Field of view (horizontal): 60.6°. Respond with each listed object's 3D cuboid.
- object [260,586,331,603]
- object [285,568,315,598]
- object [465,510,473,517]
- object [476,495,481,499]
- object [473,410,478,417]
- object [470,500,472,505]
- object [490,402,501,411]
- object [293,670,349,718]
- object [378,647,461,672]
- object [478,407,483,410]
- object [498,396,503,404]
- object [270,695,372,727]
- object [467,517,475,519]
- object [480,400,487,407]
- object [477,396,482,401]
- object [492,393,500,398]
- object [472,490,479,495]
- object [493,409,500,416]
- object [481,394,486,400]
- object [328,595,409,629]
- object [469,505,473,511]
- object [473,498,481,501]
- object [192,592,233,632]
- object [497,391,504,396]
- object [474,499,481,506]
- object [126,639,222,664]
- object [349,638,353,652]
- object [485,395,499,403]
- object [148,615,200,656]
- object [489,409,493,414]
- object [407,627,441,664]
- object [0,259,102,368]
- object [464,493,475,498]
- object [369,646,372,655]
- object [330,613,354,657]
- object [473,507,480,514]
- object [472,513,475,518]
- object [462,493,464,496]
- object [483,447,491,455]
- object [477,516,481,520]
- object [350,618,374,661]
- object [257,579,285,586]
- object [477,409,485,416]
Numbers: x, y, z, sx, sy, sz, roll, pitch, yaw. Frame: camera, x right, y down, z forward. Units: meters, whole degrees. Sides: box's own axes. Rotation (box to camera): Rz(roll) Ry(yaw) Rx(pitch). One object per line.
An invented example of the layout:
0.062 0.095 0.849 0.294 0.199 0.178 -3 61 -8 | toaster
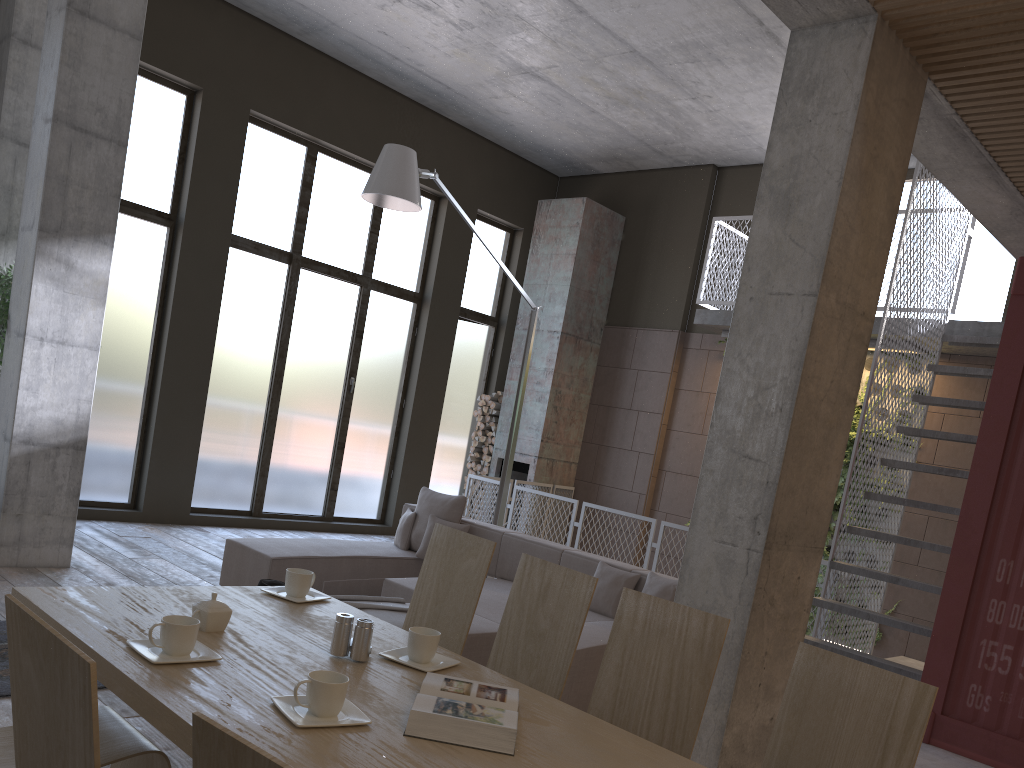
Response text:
-0.754 0.738 3.063 0.183 0.014 0.187 9 -3 30 | object
-0.747 0.696 3.072 0.093 0.089 0.116 10 0 -2 | object
-0.435 1.778 11.937 0.092 0.084 0.485 11 -1 45 | object
-0.355 1.538 11.831 0.087 0.057 0.336 10 -2 45 | object
-0.342 0.429 11.892 0.090 0.093 0.442 12 -1 43 | object
-0.501 1.620 11.990 0.460 0.090 0.089 13 -1 -44 | object
-0.106 0.320 11.687 0.092 0.094 0.442 12 -1 43 | object
-0.423 0.700 1.962 0.092 0.089 0.117 11 0 18 | object
-0.266 0.800 2.541 0.183 0.014 0.187 9 -3 30 | object
-0.300 0.368 11.880 0.065 0.087 0.430 13 -1 42 | object
-0.050 0.233 11.744 0.098 0.109 0.297 12 0 45 | object
-0.431 0.739 1.974 0.187 0.014 0.182 12 -4 -33 | object
-0.424 1.858 11.899 0.089 0.090 0.460 12 -1 42 | object
-0.241 0.289 11.795 0.111 0.080 0.440 10 -2 43 | object
-0.299 0.223 11.870 0.066 0.069 0.428 12 -1 43 | object
-0.126 0.178 11.742 0.064 0.074 0.363 12 -1 42 | object
-0.378 1.481 11.881 0.113 0.080 0.440 10 -2 43 | object
-0.087 0.403 11.671 0.065 0.068 0.427 12 -1 43 | object
-0.232 0.218 11.847 0.089 0.091 0.460 12 -1 42 | object
-1.136 1.371 4.585 1.613 0.507 1.029 12 -2 -28 | object
-0.453 1.703 11.993 0.113 0.080 0.440 10 -2 45 | object
-0.388 1.575 11.895 0.363 0.075 0.063 13 -1 -45 | object
-0.846 0.642 2.471 0.088 0.113 0.123 12 2 35 | object
-0.058 0.151 11.715 0.086 0.056 0.336 10 -2 43 | object
-0.386 1.608 11.812 0.097 0.108 0.297 12 -1 43 | object
-0.850 0.674 2.204 0.187 0.014 0.182 13 -4 -43 | object
-0.445 0.737 2.486 0.051 0.046 0.050 10 1 -28 | object
-0.226 0.219 11.724 0.102 0.104 0.295 12 -1 43 | object
-0.840 0.635 2.192 0.093 0.089 0.117 11 0 8 | object
-0.144 0.396 11.726 0.066 0.067 0.427 12 -1 43 | object
-0.260 0.758 2.551 0.093 0.089 0.116 10 0 -2 | object
-3.812 -0.047 6.661 0.995 1.881 0.963 11 4 10 | object
-0.455 1.543 11.915 0.092 0.084 0.485 11 -2 43 | object
-0.424 0.754 2.495 0.050 0.019 0.051 10 -2 26 | object
-0.471 0.695 2.433 0.052 0.113 0.052 10 4 -1 | object
-0.337 1.721 11.861 0.091 0.094 0.442 12 -1 45 | object
-0.382 1.795 11.889 0.066 0.068 0.427 12 -1 45 | object
-0.509 1.547 11.969 0.066 0.068 0.427 12 -1 43 | object
-0.256 0.899 11.745 0.097 0.108 0.297 12 -1 43 | object
-0.363 1.793 11.722 0.062 0.048 0.253 11 -2 43 | object
-0.414 0.707 2.426 0.052 0.110 0.052 10 4 -1 | object
-1.214 1.078 4.446 0.298 0.170 0.301 10 -1 31 | object
-0.278 0.412 11.827 0.089 0.090 0.460 12 -1 43 | object
